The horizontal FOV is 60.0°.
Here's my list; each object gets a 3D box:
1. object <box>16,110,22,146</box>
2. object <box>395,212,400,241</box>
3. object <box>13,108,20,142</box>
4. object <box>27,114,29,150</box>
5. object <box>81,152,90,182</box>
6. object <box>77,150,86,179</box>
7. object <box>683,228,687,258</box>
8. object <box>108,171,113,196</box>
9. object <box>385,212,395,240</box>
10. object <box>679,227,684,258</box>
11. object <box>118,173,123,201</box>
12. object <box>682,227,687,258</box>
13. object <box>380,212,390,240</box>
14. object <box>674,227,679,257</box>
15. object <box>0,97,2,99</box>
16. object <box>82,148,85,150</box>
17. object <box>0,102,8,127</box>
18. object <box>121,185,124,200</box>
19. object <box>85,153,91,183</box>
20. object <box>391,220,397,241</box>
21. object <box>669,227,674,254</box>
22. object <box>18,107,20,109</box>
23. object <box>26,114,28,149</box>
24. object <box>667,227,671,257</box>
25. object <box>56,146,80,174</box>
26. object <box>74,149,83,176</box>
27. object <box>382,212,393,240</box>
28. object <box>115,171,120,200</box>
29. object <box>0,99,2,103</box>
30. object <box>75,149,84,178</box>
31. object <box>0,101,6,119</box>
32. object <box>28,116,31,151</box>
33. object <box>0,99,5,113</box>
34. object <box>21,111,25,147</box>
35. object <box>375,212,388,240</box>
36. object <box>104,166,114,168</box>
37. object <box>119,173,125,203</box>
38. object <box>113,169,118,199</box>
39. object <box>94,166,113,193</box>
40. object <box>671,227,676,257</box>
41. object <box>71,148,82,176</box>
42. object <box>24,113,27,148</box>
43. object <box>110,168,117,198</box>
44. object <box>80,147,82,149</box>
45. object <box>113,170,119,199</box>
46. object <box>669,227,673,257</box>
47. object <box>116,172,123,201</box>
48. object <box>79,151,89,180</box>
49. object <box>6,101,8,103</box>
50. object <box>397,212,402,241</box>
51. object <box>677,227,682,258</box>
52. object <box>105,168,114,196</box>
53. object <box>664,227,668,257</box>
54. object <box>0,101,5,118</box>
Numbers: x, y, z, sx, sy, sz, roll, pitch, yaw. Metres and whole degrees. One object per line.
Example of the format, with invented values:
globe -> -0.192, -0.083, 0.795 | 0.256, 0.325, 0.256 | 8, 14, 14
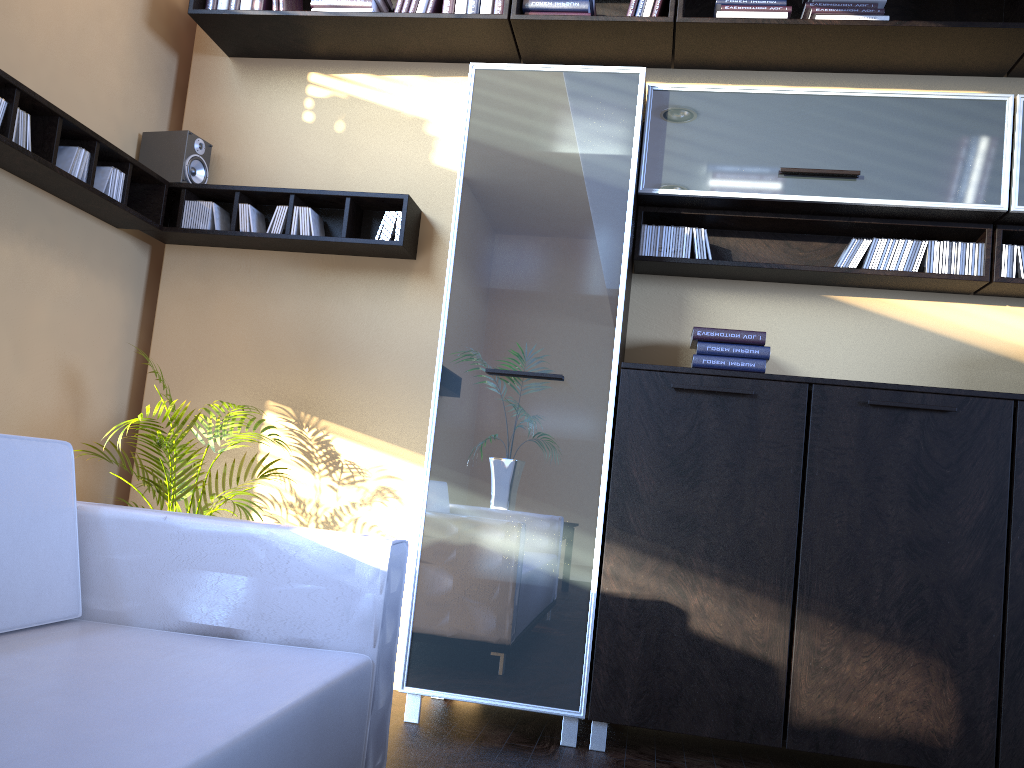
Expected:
object -> -1.672, -0.838, 2.901 | 0.142, 0.119, 0.030 | 5, -5, 9
object -> -0.450, -0.623, 3.631 | 0.009, 0.120, 0.142 | 5, -6, 9
object -> -1.675, -0.841, 2.881 | 0.142, 0.120, 0.009 | 5, -5, 9
object -> -1.663, -0.834, 2.931 | 0.140, 0.117, 0.026 | 5, -5, 9
object -> -1.619, -0.792, 3.241 | 0.142, 0.120, 0.009 | 5, -5, 9
object -> -1.623, -0.796, 3.210 | 0.142, 0.119, 0.030 | 5, -5, 9
object -> 0.668, -0.529, 3.442 | 0.006, 0.118, 0.140 | 5, -6, 9
object -> -1.597, -0.773, 3.388 | 0.140, 0.118, 0.006 | 5, -5, 9
object -> -0.480, -0.626, 3.636 | 0.030, 0.119, 0.142 | 5, -6, 9
object -> 0.658, -0.529, 3.445 | 0.009, 0.120, 0.142 | 5, -6, 10
object -> -1.581, -0.765, 3.437 | 0.140, 0.118, 0.006 | 5, -5, 9
object -> 0.668, -0.528, 3.445 | 0.009, 0.120, 0.142 | 5, -6, 9
object -> -0.501, -0.627, 3.640 | 0.030, 0.119, 0.142 | 5, -6, 9
object -> 0.639, -0.531, 3.451 | 0.009, 0.120, 0.142 | 5, -6, 9
object -> -1.694, -0.853, 2.798 | 0.142, 0.123, 0.030 | 5, -5, 9
object -> -1.623, -0.797, 3.200 | 0.142, 0.123, 0.030 | 5, -5, 9
object -> -1.690, -0.849, 2.828 | 0.142, 0.119, 0.030 | 5, -5, 9
object -> -1.585, -0.763, 3.459 | 0.142, 0.120, 0.009 | 5, -5, 9
object -> -1.620, -0.791, 3.251 | 0.142, 0.120, 0.009 | 5, -5, 9
object -> -0.470, -0.625, 3.635 | 0.030, 0.123, 0.142 | 5, -6, 9
object -> 0.618, -0.533, 3.452 | 0.009, 0.120, 0.142 | 5, -6, 10
object -> -1.675, -0.841, 2.880 | 0.142, 0.124, 0.009 | 5, -5, 9
object -> -1.668, -0.834, 2.932 | 0.142, 0.119, 0.030 | 5, -5, 9
object -> 0.609, -0.534, 3.451 | 0.006, 0.118, 0.140 | 5, -6, 10
object -> -1.631, -0.800, 3.175 | 0.142, 0.118, 0.040 | 5, -6, 9
object -> -1.626, -0.798, 3.200 | 0.142, 0.119, 0.030 | 5, -5, 9
object -> -0.491, -0.626, 3.638 | 0.030, 0.119, 0.142 | 5, -6, 9
object -> -1.586, -0.768, 3.418 | 0.142, 0.120, 0.009 | 5, -5, 9
object -> -1.693, -0.853, 2.797 | 0.142, 0.119, 0.030 | 5, -5, 9
object -> -1.623, -0.798, 3.199 | 0.140, 0.117, 0.026 | 5, -5, 9
object -> -1.692, -0.850, 2.818 | 0.142, 0.119, 0.030 | 5, -5, 9
object -> -1.666, -0.831, 2.947 | 0.142, 0.118, 0.040 | 5, -6, 9
object -> -1.689, -0.851, 2.807 | 0.142, 0.119, 0.030 | 5, -5, 9
object -> -1.667, -0.836, 2.911 | 0.142, 0.119, 0.030 | 5, -5, 9
object -> -0.516, -0.628, 3.642 | 0.040, 0.118, 0.142 | 5, -6, 9
object -> -1.594, -0.774, 3.364 | 0.142, 0.122, 0.041 | 5, -6, 9
object -> -1.580, -0.764, 3.448 | 0.142, 0.120, 0.009 | 5, -5, 10
object -> -1.588, -0.769, 3.408 | 0.142, 0.120, 0.009 | 5, -5, 9
object -> -1.597, -0.774, 3.364 | 0.142, 0.118, 0.040 | 5, -6, 9
object -> 0.629, -0.531, 3.454 | 0.009, 0.120, 0.142 | 5, -6, 10
object -> -1.631, -0.799, 3.191 | 0.142, 0.119, 0.030 | 5, -5, 9
object -> -1.668, -0.835, 2.921 | 0.142, 0.119, 0.030 | 5, -5, 9
object -> -1.591, -0.771, 3.398 | 0.142, 0.120, 0.009 | 5, -5, 9
object -> -1.629, -0.799, 3.191 | 0.142, 0.123, 0.030 | 5, -5, 9
object -> -1.586, -0.769, 3.407 | 0.140, 0.118, 0.006 | 5, -5, 9
object -> 0.619, -0.533, 3.450 | 0.006, 0.118, 0.140 | 5, -6, 9
object -> -1.583, -0.765, 3.438 | 0.142, 0.120, 0.009 | 5, -5, 9
object -> -1.619, -0.795, 3.220 | 0.142, 0.119, 0.030 | 5, -5, 9
object -> -1.690, -0.848, 2.828 | 0.142, 0.123, 0.030 | 5, -5, 9
object -> -0.440, -0.622, 3.630 | 0.009, 0.120, 0.142 | 5, -6, 9
object -> 0.648, -0.530, 3.447 | 0.009, 0.120, 0.142 | 5, -6, 9
object -> -1.598, -0.773, 3.389 | 0.142, 0.120, 0.009 | 5, -5, 9
object -> 0.599, -0.534, 3.454 | 0.006, 0.118, 0.140 | 5, -6, 10
object -> -1.690, -0.850, 2.817 | 0.140, 0.117, 0.026 | 5, -5, 9
